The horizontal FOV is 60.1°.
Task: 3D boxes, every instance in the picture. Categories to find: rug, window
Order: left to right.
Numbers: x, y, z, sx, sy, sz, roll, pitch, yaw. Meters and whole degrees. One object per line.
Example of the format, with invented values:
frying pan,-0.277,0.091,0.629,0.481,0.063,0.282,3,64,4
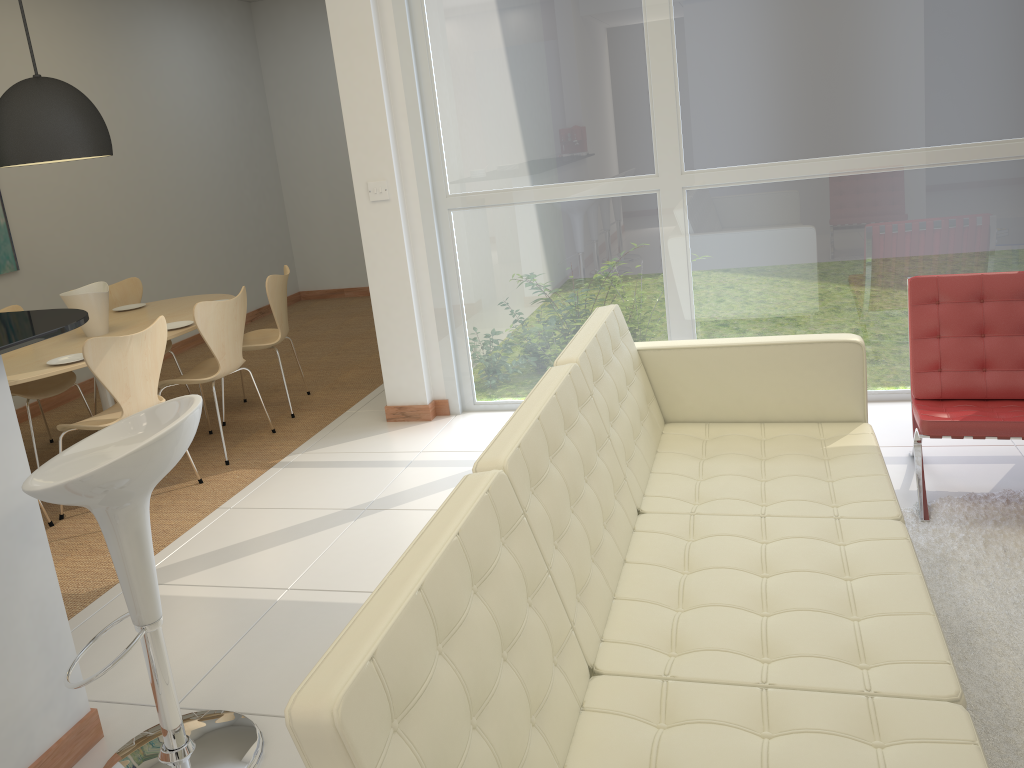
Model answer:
window,1.131,-1.181,4.494,3.430,2.680,0.123,-2,14,16
rug,1.648,0.911,1.864,2.441,0.004,3.376,-2,17,18

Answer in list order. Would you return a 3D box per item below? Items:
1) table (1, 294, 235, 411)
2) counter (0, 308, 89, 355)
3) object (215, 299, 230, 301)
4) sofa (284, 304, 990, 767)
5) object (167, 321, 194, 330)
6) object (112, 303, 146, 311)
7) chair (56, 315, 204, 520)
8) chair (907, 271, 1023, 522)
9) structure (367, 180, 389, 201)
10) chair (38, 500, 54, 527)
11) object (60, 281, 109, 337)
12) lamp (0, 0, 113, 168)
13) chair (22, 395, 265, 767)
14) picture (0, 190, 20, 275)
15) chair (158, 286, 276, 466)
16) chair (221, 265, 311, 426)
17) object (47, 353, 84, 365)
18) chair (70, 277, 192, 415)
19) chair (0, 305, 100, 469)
table,-2.371,0.065,5.163,1.278,0.720,2.295,-2,16,17
counter,-1.880,0.221,1.400,0.735,0.019,3.008,-2,17,16
object,-1.883,-0.507,5.614,0.211,0.015,0.212,-12,17,-17
sofa,0.493,0.478,2.181,1.000,0.910,2.602,-2,16,16
object,-1.903,-0.326,4.994,0.211,0.015,0.212,-15,18,-26
object,-2.540,-0.505,5.878,0.210,0.015,0.213,-8,16,-5
chair,-1.935,0.159,4.351,0.515,0.895,0.528,-1,15,24
chair,1.918,0.022,3.388,0.699,0.806,0.716,-1,15,21
structure,-0.738,-1.065,4.885,0.114,0.103,0.013,-2,14,16
chair,-2.508,0.350,3.921,0.521,0.895,0.523,-7,14,1
object,-2.411,-0.419,5.057,0.273,0.276,0.262,-18,18,-36
lamp,-2.595,-1.938,4.710,0.594,1.474,0.602,-2,14,19
chair,-0.954,0.568,2.315,0.464,1.008,0.463,-6,14,3
picture,-3.779,-1.258,5.243,0.020,1.487,1.764,-3,15,17
chair,-1.720,-0.058,5.013,0.515,0.895,0.529,-3,14,16
chair,-1.619,-0.266,5.694,0.516,0.895,0.528,-7,14,0
object,-2.199,-0.121,4.405,0.211,0.015,0.212,8,21,41
chair,-2.556,-0.224,5.930,0.517,0.895,0.527,5,18,40
chair,-2.878,0.015,5.233,0.515,0.895,0.528,-2,15,21
